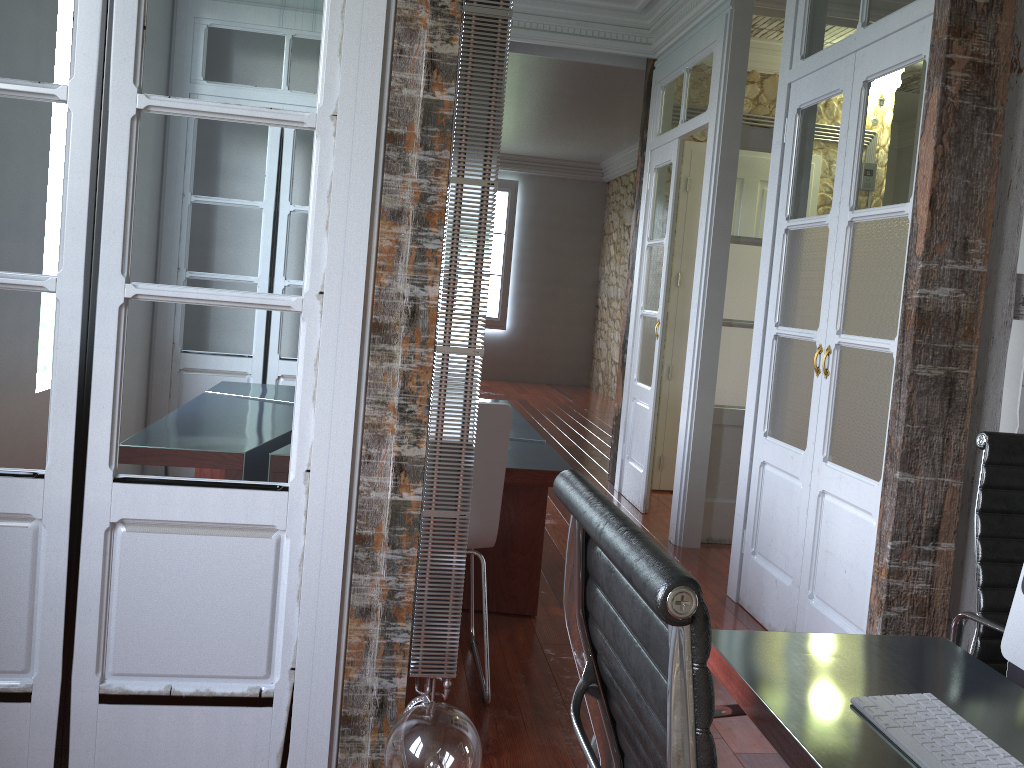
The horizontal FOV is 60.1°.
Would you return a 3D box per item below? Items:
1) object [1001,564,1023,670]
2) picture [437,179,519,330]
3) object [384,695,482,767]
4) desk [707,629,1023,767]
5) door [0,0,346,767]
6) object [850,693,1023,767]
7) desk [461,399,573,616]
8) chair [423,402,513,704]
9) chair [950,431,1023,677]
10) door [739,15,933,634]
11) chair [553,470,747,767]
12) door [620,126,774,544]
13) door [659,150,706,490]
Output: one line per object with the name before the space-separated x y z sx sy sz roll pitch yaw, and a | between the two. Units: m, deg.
object | 0.781 0.234 0.966 0.189 0.483 0.486 4 5 -8
picture | -0.773 -1.757 11.643 1.579 1.982 0.128 4 3 -8
object | -0.188 0.905 2.007 0.220 0.382 0.236 3 4 -30
desk | 1.591 0.914 0.954 2.505 0.725 1.306 4 5 -8
door | -0.972 -0.151 2.045 1.159 2.175 0.041 4 3 -8
object | 0.538 0.446 0.972 0.118 0.017 0.441 4 6 -8
desk | -0.648 0.461 3.699 1.444 0.652 1.720 4 6 -8
chair | -0.285 0.463 2.788 0.475 0.916 0.604 4 4 -8
chair | 1.205 0.656 1.706 0.665 1.020 0.702 4 4 -14
door | 1.138 -0.093 3.184 0.041 2.173 1.062 5 4 -8
chair | 0.335 0.656 1.013 0.699 1.020 0.668 5 4 -4
door | 0.929 -0.308 5.018 0.481 2.175 1.193 3 4 -34
door | 1.477 -0.379 5.829 0.868 2.212 0.146 4 3 -8
